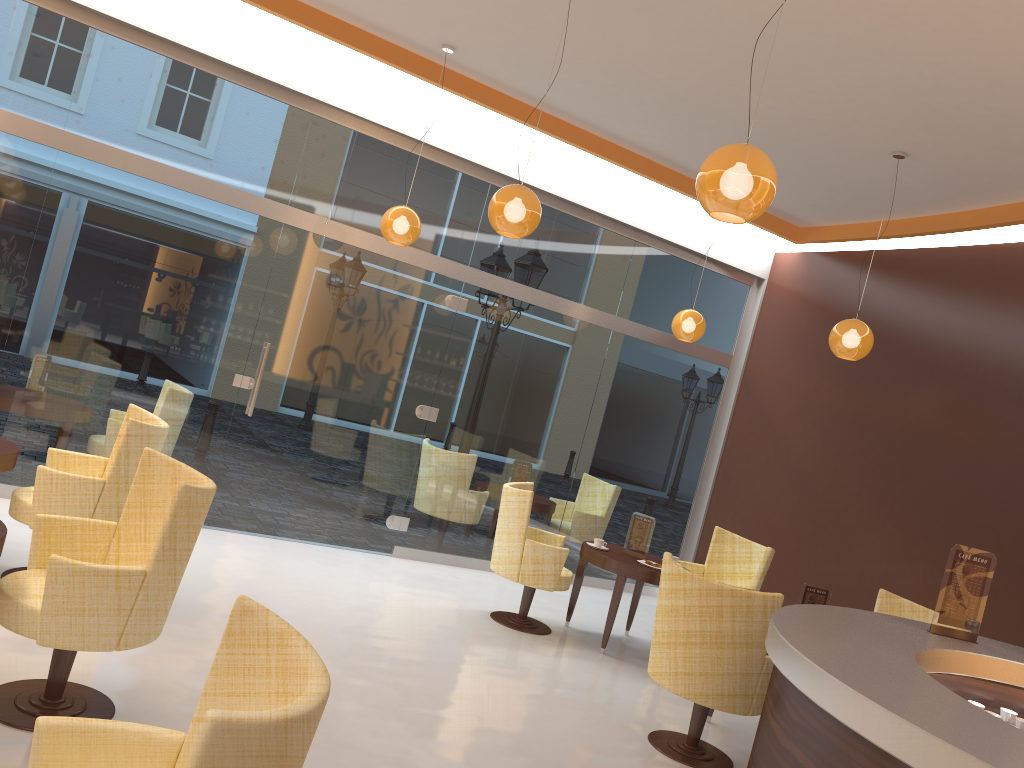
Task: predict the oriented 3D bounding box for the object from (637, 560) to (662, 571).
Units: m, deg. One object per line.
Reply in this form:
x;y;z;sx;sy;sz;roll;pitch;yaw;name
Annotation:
1.058;1.354;6.603;0.234;0.020;0.234;14;-1;33;object

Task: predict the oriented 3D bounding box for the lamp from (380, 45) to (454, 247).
-0.658;-1.753;6.520;0.299;1.500;0.299;14;-1;36;lamp

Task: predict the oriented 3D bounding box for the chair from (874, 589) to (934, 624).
2.410;1.887;5.671;0.685;1.017;0.729;15;-1;-21;chair

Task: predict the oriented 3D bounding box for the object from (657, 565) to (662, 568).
1.108;1.358;6.596;0.052;0.018;0.055;15;-1;-4;object

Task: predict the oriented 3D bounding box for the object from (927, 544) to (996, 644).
2.043;0.944;4.006;0.258;0.414;0.052;15;-1;-14;object

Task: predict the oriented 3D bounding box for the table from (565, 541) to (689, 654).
0.877;1.669;6.825;0.872;0.679;0.874;15;-1;18;table

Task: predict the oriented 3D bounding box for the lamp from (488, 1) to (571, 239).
0.173;-1.551;4.936;0.299;1.500;0.299;15;-1;-18;lamp

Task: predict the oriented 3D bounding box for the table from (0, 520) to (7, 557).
-2.330;0.775;3.083;0.872;0.679;0.874;15;-1;8;table

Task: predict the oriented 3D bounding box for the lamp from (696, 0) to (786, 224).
1.004;-1.350;3.352;0.299;1.500;0.299;14;-1;40;lamp

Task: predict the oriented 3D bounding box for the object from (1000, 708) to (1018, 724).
2.168;1.454;3.871;0.073;0.050;0.086;15;-1;-13;object

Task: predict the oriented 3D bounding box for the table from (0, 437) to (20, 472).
-3.121;0.583;4.590;0.872;0.679;0.874;15;-1;18;table

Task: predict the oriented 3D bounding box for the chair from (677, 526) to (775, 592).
1.630;1.697;7.137;0.685;1.017;0.729;15;-1;-25;chair

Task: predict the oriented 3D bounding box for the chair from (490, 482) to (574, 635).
0.147;1.299;6.686;0.685;1.017;0.729;15;-1;4;chair

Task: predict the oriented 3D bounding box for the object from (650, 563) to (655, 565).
1.049;1.348;6.629;0.051;0.018;0.054;15;-1;-41;object

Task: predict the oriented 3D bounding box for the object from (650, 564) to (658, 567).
1.052;1.344;6.563;0.055;0.014;0.053;14;-1;45;object

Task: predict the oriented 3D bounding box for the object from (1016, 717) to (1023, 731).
2.170;1.453;3.754;0.073;0.050;0.086;15;-1;-23;object

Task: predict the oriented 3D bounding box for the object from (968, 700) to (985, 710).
2.011;1.412;3.844;0.073;0.050;0.086;15;-1;-7;object

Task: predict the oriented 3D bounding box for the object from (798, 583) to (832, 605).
1.803;1.373;5.340;0.209;0.335;0.042;15;-1;-14;object

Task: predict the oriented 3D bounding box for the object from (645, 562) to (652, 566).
1.015;1.335;6.588;0.054;0.018;0.051;15;-1;19;object

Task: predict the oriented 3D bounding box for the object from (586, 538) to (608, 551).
0.661;1.225;6.799;0.153;0.069;0.153;15;-1;-28;object

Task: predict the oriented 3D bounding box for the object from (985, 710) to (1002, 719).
2.019;1.413;3.729;0.073;0.050;0.086;15;-1;-22;object

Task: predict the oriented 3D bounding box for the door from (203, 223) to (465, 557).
-1.439;0.119;7.426;1.640;2.499;0.020;15;-1;-28;door

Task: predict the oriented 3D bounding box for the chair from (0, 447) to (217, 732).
-1.649;0.786;3.528;0.685;1.017;0.729;15;-1;-31;chair

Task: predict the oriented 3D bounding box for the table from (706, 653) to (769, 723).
1.663;1.860;5.347;0.872;0.679;0.874;15;-1;18;table

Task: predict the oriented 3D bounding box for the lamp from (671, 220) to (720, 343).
1.720;-1.107;7.850;0.299;1.500;0.299;14;-1;29;lamp

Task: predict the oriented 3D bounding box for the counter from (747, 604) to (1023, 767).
1.548;1.585;3.032;1.586;1.100;2.917;15;-1;17;counter

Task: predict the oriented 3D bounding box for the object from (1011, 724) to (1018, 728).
2.015;1.410;3.611;0.086;0.050;0.073;15;-1;-17;object

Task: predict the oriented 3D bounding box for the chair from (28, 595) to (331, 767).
-0.819;0.985;1.768;0.685;1.017;0.729;15;-1;-11;chair

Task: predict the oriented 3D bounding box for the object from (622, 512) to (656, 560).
0.987;1.174;6.869;0.209;0.335;0.042;14;-1;37;object

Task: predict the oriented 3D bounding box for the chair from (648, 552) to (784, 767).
1.078;1.524;4.863;0.729;1.017;0.685;14;-1;40;chair

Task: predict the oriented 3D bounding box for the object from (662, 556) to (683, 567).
1.261;1.385;6.942;0.153;0.069;0.153;15;-1;-6;object

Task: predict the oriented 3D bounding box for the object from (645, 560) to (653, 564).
1.022;1.328;6.623;0.052;0.016;0.055;15;-1;-29;object

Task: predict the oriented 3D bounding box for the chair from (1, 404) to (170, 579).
-2.369;0.611;4.901;0.685;1.017;0.729;15;-1;-25;chair

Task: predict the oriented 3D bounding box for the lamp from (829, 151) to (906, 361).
2.551;-0.905;6.266;0.299;1.500;0.299;14;-1;40;lamp

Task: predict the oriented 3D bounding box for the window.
-1.311;-0.364;7.432;8.200;3.380;0.040;15;-1;-28;window
